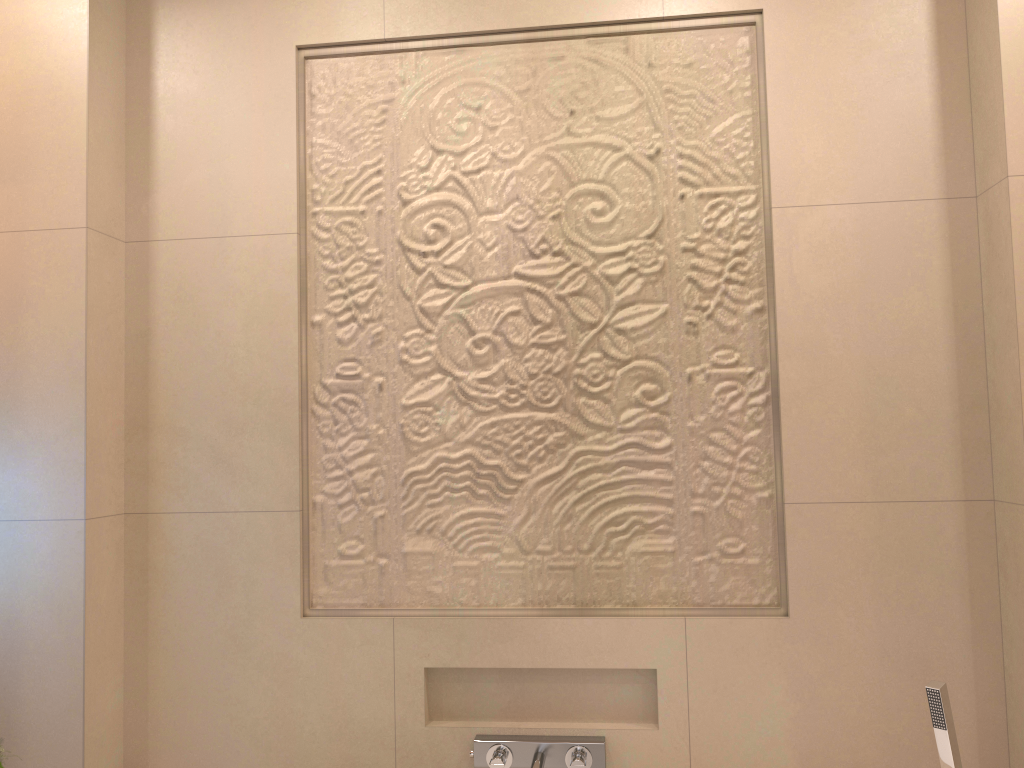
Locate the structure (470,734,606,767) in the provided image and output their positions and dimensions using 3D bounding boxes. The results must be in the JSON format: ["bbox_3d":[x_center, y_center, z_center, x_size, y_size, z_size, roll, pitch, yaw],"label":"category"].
[{"bbox_3d":[0.042,0.801,1.791,0.290,0.097,0.259,-2,-4,7],"label":"structure"}]

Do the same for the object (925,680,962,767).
[{"bbox_3d":[0.826,0.696,1.668,0.114,0.280,0.059,1,-5,-38],"label":"object"}]

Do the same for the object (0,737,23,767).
[{"bbox_3d":[-1.062,0.756,1.675,0.229,0.252,0.197,2,-5,-42],"label":"object"}]
